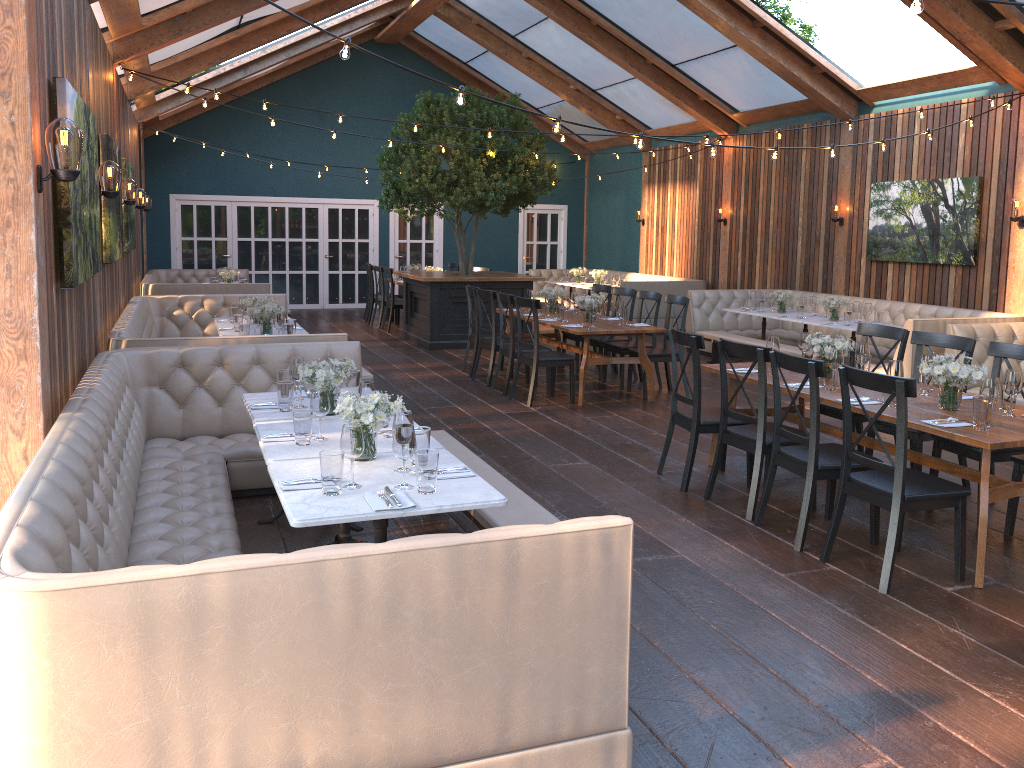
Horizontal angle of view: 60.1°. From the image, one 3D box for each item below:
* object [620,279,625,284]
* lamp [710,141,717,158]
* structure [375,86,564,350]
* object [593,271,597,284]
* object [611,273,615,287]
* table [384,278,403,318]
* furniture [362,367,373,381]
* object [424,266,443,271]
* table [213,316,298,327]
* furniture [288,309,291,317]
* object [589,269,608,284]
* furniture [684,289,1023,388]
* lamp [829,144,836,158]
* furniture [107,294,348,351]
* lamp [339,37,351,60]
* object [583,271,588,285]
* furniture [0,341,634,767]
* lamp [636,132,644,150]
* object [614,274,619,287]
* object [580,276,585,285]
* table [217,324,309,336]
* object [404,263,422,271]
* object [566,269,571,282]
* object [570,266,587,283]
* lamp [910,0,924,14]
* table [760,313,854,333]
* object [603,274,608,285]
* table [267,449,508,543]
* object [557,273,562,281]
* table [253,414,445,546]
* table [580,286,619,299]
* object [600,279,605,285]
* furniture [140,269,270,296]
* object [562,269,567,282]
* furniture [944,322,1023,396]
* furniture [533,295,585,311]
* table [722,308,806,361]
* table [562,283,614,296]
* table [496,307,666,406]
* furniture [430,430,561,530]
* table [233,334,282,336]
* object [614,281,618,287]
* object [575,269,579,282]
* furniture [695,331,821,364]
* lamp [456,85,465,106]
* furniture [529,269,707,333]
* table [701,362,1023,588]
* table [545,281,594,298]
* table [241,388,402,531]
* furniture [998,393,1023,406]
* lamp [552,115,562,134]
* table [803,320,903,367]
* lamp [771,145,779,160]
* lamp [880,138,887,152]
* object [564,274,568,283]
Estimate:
[{"bbox_3d":[1.925,-1.749,15.443,0.092,0.157,0.092,-4,9,-34],"label":"object"},{"bbox_3d":[1.490,-1.733,6.539,0.056,0.119,0.057,-1,7,-15],"label":"lamp"},{"bbox_3d":[-0.647,-2.451,12.899,2.714,3.669,2.875,-1,8,-12],"label":"structure"},{"bbox_3d":[1.536,-1.972,16.427,0.092,0.243,0.093,4,8,27],"label":"object"},{"bbox_3d":[1.800,-1.845,15.729,0.092,0.243,0.093,4,8,27],"label":"object"},{"bbox_3d":[-1.531,-1.395,15.301,0.951,0.724,2.451,-2,10,-20],"label":"table"},{"bbox_3d":[-1.761,-0.088,8.773,0.313,0.396,2.348,-2,10,-20],"label":"furniture"},{"bbox_3d":[-1.316,-1.828,14.808,0.329,0.307,0.339,0,8,-6],"label":"object"},{"bbox_3d":[-2.691,-0.330,9.275,0.799,0.667,0.805,-2,9,-21],"label":"table"},{"bbox_3d":[-3.897,-1.116,14.421,0.313,0.396,2.348,-2,10,-20],"label":"furniture"},{"bbox_3d":[1.561,-1.935,16.033,0.336,0.307,0.331,4,9,21],"label":"object"},{"bbox_3d":[3.973,-0.594,10.898,1.710,0.852,4.192,-2,10,-20],"label":"furniture"},{"bbox_3d":[2.700,-1.962,7.446,0.056,0.120,0.057,-4,8,-33],"label":"lamp"},{"bbox_3d":[-2.767,-0.267,8.371,1.710,0.852,4.192,-2,10,-20],"label":"furniture"},{"bbox_3d":[-0.872,-1.752,4.617,0.056,0.118,0.060,2,7,10],"label":"lamp"},{"bbox_3d":[1.351,-1.940,16.230,0.092,0.243,0.093,4,8,27],"label":"object"},{"bbox_3d":[-1.173,0.500,4.155,1.710,0.852,4.192,-2,10,-20],"label":"furniture"},{"bbox_3d":[0.882,-1.669,6.074,0.056,0.120,0.057,-2,7,-22],"label":"lamp"},{"bbox_3d":[1.834,-1.803,15.497,0.092,0.243,0.093,4,8,27],"label":"object"},{"bbox_3d":[1.291,-1.883,16.143,0.092,0.157,0.092,-4,9,-34],"label":"object"},{"bbox_3d":[-2.404,-0.192,8.516,0.799,0.667,0.805,-2,9,-20],"label":"table"},{"bbox_3d":[-1.742,-2.000,15.745,0.329,0.307,0.339,-2,9,-22],"label":"object"},{"bbox_3d":[1.087,-2.072,16.952,0.092,0.243,0.093,4,7,21],"label":"object"},{"bbox_3d":[1.255,-2.075,16.802,0.330,0.307,0.338,7,10,34],"label":"object"},{"bbox_3d":[1.812,-1.714,3.951,0.056,0.120,0.057,0,7,-6],"label":"lamp"},{"bbox_3d":[3.560,-0.481,10.755,0.799,0.667,0.805,-2,9,-20],"label":"table"},{"bbox_3d":[1.634,-1.806,15.490,0.092,0.243,0.093,4,8,27],"label":"object"},{"bbox_3d":[-0.527,0.711,3.553,0.799,0.667,0.805,-2,9,-21],"label":"table"},{"bbox_3d":[0.921,-2.083,17.245,0.092,0.157,0.092,-4,9,-34],"label":"object"},{"bbox_3d":[-0.814,0.573,4.312,0.799,0.667,0.805,-2,9,-20],"label":"table"},{"bbox_3d":[1.715,-1.369,15.635,0.799,0.667,0.805,-2,9,-21],"label":"table"},{"bbox_3d":[1.574,-1.748,15.403,0.092,0.157,0.092,-4,9,-34],"label":"object"},{"bbox_3d":[-4.895,-1.291,13.998,1.710,0.852,4.192,-2,10,-20],"label":"furniture"},{"bbox_3d":[1.014,-2.113,17.181,0.092,0.243,0.093,4,7,21],"label":"object"},{"bbox_3d":[5.564,0.172,6.691,1.710,0.852,4.192,-2,10,-20],"label":"furniture"},{"bbox_3d":[0.793,-1.344,16.183,0.313,0.396,2.348,-2,10,-20],"label":"furniture"},{"bbox_3d":[3.273,-0.619,11.514,0.799,0.667,0.805,-2,9,-21],"label":"table"},{"bbox_3d":[1.428,-1.507,16.394,0.799,0.667,0.805,-2,9,-20],"label":"table"},{"bbox_3d":[0.623,-0.359,9.605,0.951,0.724,2.451,-2,10,-20],"label":"table"},{"bbox_3d":[-0.172,0.676,4.569,0.313,0.396,2.348,-2,10,-20],"label":"furniture"},{"bbox_3d":[-2.117,-0.053,7.757,0.799,0.667,0.805,-2,9,-21],"label":"table"},{"bbox_3d":[1.859,-1.817,15.825,0.092,0.157,0.092,-4,9,-34],"label":"object"},{"bbox_3d":[1.255,-2.107,17.172,0.092,0.243,0.093,4,7,21],"label":"object"},{"bbox_3d":[2.929,-0.316,10.534,0.313,0.396,2.348,-2,10,-20],"label":"furniture"},{"bbox_3d":[-0.297,-1.664,5.105,0.056,0.119,0.057,-2,8,-24],"label":"lamp"},{"bbox_3d":[1.849,-1.615,16.516,1.710,0.852,4.192,-2,10,-20],"label":"furniture"},{"bbox_3d":[2.210,0.404,5.408,0.951,0.724,2.451,-2,10,-20],"label":"table"},{"bbox_3d":[1.141,-1.645,17.153,0.799,0.667,0.805,-2,9,-21],"label":"table"},{"bbox_3d":[-1.101,0.435,5.071,0.799,0.667,0.805,-2,9,-21],"label":"table"},{"bbox_3d":[4.518,0.449,6.330,0.313,0.396,2.348,-2,10,-20],"label":"furniture"},{"bbox_3d":[0.282,-1.642,5.595,0.056,0.119,0.057,5,8,29],"label":"lamp"},{"bbox_3d":[3.847,-0.343,9.996,0.799,0.667,0.805,-2,9,-21],"label":"table"},{"bbox_3d":[2.082,-1.832,7.008,0.056,0.120,0.057,1,7,-2],"label":"lamp"},{"bbox_3d":[3.311,-2.131,7.882,0.056,0.120,0.057,2,7,7],"label":"lamp"},{"bbox_3d":[1.027,-2.014,16.865,0.092,0.157,0.092,-4,9,-34],"label":"object"}]
